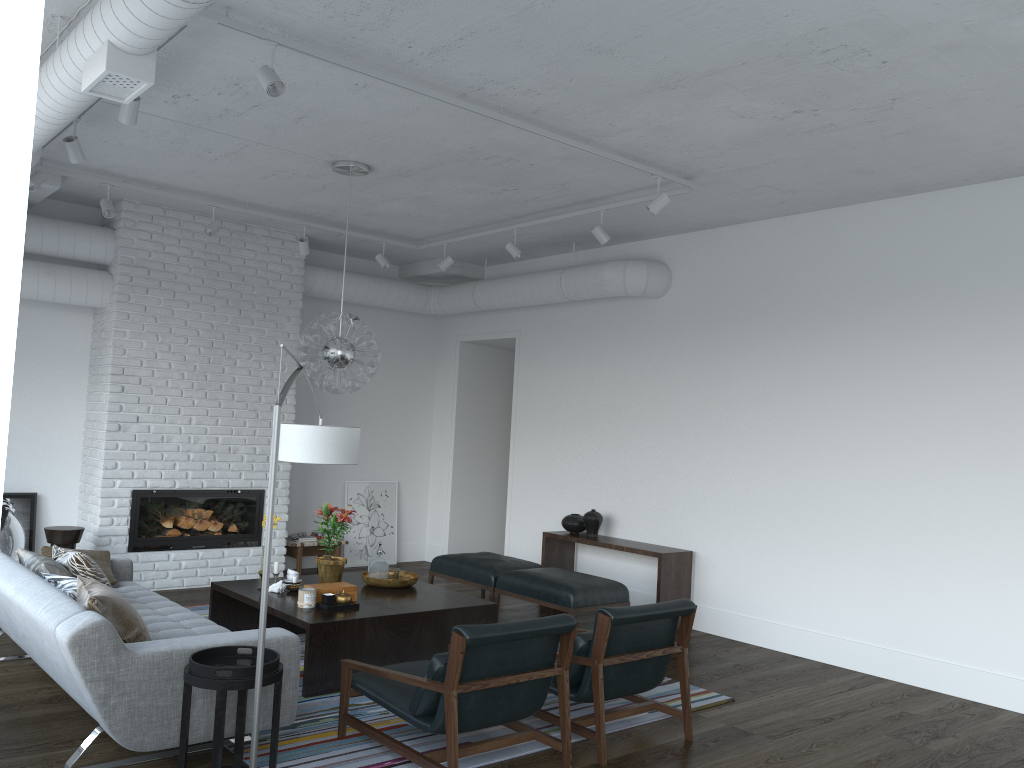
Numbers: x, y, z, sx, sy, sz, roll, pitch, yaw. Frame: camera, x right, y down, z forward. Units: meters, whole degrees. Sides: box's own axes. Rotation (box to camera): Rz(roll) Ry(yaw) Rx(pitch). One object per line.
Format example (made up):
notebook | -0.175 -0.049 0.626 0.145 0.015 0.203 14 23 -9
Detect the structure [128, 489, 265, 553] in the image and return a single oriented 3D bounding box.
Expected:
structure | -2.885 1.201 7.882 1.168 0.578 0.675 6 -4 -40

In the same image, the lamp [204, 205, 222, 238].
lamp | -2.371 -1.299 7.039 0.090 0.285 0.154 2 -3 18

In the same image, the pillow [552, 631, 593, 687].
pillow | 0.490 1.363 4.466 0.612 0.293 0.246 6 -4 -40

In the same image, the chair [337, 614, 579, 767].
chair | -0.275 1.348 4.072 0.678 0.698 0.983 6 -4 -40

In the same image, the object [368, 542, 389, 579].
object | -0.903 1.215 6.021 0.143 0.288 0.143 2 -3 21

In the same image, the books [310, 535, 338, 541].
books | -1.833 1.506 8.709 0.185 0.032 0.267 6 -4 -42

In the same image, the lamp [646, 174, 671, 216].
lamp | 0.922 -1.197 5.580 0.154 0.285 0.088 3 -3 5

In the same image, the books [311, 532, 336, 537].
books | -1.837 1.478 8.716 0.173 0.025 0.238 6 -4 -42

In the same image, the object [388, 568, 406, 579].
object | -0.794 1.322 6.090 0.085 0.089 0.195 5 -4 -31

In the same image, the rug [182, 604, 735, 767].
rug | -0.957 1.742 5.704 2.735 0.012 3.760 6 -4 -40

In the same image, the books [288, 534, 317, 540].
books | -2.032 1.471 8.522 0.202 0.019 0.280 6 -4 -42

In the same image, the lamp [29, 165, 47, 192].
lamp | -3.141 -1.404 5.851 0.087 0.285 0.154 3 -3 9

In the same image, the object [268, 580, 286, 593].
object | -1.476 1.274 5.575 0.124 0.078 0.069 1 -4 32

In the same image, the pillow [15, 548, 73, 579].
pillow | -2.468 1.073 4.757 0.254 0.318 0.663 6 -4 -40

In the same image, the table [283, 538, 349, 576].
table | -1.951 1.680 8.590 0.605 0.345 0.405 6 -4 -40

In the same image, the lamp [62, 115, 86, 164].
lamp | -2.508 -1.410 5.091 0.087 0.285 0.154 3 -3 4

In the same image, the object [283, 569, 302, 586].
object | -1.432 1.263 5.793 0.121 0.113 0.124 4 -3 -21

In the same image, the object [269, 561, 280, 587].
object | -1.522 1.225 5.722 0.098 0.174 0.098 0 -4 44

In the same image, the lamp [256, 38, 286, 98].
lamp | -1.059 -1.395 3.897 0.154 0.285 0.095 0 -4 43

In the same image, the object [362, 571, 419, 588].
object | -0.830 1.332 6.036 0.383 0.068 0.383 3 -3 2

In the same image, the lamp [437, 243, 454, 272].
lamp | -0.594 -1.151 7.993 0.154 0.285 0.104 3 -3 0

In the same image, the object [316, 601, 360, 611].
object | -1.024 1.301 5.223 0.214 0.023 0.130 6 -4 -40

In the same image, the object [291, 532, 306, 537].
object | -2.049 1.442 8.519 0.093 0.038 0.134 2 -3 16

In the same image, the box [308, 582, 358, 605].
box | -1.100 1.270 5.382 0.294 0.093 0.169 6 -4 -40

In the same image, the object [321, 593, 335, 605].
object | -1.078 1.263 5.205 0.058 0.055 0.058 6 -4 -40

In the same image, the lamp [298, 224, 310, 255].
lamp | -1.773 -1.239 7.547 0.097 0.285 0.154 3 -3 0

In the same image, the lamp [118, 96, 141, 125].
lamp | -1.872 -1.415 4.351 0.087 0.285 0.154 5 -4 -31

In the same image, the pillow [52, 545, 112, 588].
pillow | -2.383 1.062 4.921 0.271 0.340 0.576 5 -4 -36

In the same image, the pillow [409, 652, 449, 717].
pillow | -0.150 1.300 3.922 0.612 0.293 0.246 6 -4 -40

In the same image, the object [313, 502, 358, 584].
object | -1.189 1.060 5.881 0.275 0.558 0.284 2 -3 12

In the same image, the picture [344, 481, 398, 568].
picture | -1.487 1.470 9.367 0.637 0.884 0.093 6 -4 -40

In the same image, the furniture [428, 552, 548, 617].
furniture | -0.195 1.625 7.140 0.584 0.478 0.828 6 -4 -40

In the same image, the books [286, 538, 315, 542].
books | -2.030 1.496 8.524 0.172 0.011 0.273 6 -4 -41

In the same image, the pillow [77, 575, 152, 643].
pillow | -1.755 1.060 3.922 0.298 0.338 0.597 5 -4 -31

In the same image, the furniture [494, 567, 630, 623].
furniture | 0.357 1.622 6.491 0.583 0.476 0.827 6 -4 -40

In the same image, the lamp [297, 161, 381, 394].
lamp | -1.133 -0.705 5.974 0.552 1.546 0.552 1 -4 37

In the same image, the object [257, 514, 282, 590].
object | -1.554 1.072 5.670 0.121 0.470 0.120 5 -3 -25

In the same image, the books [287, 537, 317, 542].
books | -2.025 1.485 8.515 0.171 0.011 0.306 6 -4 -41

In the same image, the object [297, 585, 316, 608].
object | -1.192 1.243 5.179 0.117 0.116 0.106 1 -3 29

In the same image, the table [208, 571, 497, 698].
table | -1.039 1.534 5.683 1.306 0.394 1.362 6 -4 -40

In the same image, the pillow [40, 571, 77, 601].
pillow | -2.067 1.097 4.352 0.346 0.283 0.578 6 -4 -40

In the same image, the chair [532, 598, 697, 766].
chair | 0.365 1.412 4.616 0.678 0.698 0.983 6 -4 -40

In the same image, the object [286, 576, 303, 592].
object | -1.381 1.267 5.637 0.102 0.098 0.102 3 -3 -1

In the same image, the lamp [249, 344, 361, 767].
lamp | -0.982 0.779 3.971 0.432 1.738 2.162 3 -3 -6

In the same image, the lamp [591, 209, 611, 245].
lamp | 0.656 -1.162 6.505 0.154 0.285 0.100 4 -3 -17

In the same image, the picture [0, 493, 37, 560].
picture | -4.163 1.255 7.033 0.686 0.775 0.130 6 -4 -40

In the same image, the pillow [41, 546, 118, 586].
pillow | -2.664 1.131 5.435 0.427 0.261 0.236 6 -4 -39

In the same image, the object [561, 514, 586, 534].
object | 0.560 1.241 7.880 0.245 0.168 0.245 0 -4 41

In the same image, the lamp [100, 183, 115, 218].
lamp | -2.975 -1.360 6.523 0.095 0.285 0.154 6 -4 -42

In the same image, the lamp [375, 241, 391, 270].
lamp | -1.169 -1.179 8.056 0.154 0.285 0.093 2 -3 28

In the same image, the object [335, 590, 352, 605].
object | -0.998 1.258 5.247 0.103 0.077 0.103 2 -3 21

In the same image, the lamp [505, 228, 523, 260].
lamp | 0.020 -1.157 7.257 0.154 0.285 0.094 2 -3 23

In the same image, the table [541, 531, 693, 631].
table | 0.839 1.627 7.439 0.375 0.617 1.362 6 -4 -40

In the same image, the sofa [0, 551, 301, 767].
sofa | -2.134 1.282 4.608 0.991 0.684 2.541 6 -4 -40

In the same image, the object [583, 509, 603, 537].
object | 0.702 1.206 7.697 0.171 0.236 0.171 5 -4 -35

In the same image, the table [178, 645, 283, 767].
table | -1.119 1.354 3.525 0.379 0.536 0.379 4 -3 -23

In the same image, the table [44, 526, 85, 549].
table | -3.434 1.379 6.764 0.281 0.558 0.282 1 -3 28
